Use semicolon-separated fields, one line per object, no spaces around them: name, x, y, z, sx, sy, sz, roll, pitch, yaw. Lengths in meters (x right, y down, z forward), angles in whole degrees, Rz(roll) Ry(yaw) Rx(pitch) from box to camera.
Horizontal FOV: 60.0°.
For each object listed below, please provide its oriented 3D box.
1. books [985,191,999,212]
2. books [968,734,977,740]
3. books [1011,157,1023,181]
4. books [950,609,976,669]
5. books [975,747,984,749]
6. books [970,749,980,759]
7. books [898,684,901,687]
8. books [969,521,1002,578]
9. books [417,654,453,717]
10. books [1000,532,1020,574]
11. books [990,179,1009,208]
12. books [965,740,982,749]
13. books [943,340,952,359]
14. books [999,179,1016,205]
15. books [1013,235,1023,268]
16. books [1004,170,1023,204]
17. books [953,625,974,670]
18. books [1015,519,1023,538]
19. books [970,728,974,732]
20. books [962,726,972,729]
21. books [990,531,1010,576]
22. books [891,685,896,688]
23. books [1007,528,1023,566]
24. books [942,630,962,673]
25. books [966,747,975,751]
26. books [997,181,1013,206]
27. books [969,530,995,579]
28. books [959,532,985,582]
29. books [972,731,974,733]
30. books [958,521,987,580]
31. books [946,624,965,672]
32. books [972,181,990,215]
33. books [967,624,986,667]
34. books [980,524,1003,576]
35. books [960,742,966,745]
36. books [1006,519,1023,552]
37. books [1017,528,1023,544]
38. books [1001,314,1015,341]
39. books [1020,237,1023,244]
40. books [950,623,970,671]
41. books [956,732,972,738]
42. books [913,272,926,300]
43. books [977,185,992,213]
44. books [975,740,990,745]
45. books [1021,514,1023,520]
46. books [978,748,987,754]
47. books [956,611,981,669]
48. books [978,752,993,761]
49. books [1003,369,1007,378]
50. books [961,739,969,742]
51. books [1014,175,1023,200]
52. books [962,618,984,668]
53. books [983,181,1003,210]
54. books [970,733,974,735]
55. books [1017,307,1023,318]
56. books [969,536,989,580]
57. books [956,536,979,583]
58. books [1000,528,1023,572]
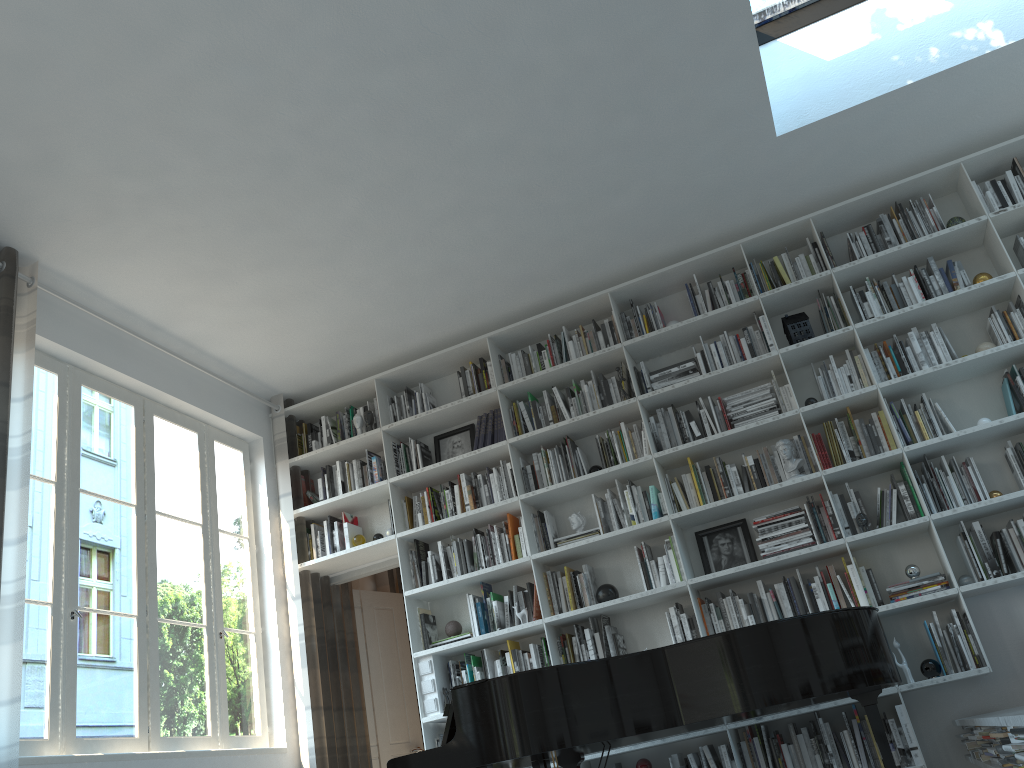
books;2.697;-0.961;4.974;0.022;0.181;0.190;-19;-26;16
books;1.960;1.416;3.595;0.180;0.015;0.295;-18;-26;14
books;2.866;-1.089;4.955;0.014;0.330;0.181;-19;-26;16
books;2.177;1.238;4.284;0.021;0.283;0.173;-19;-26;16
books;2.097;1.561;3.838;0.147;0.012;0.207;-17;-25;11
books;2.090;1.583;3.832;0.189;0.029;0.238;-19;-26;16
books;1.883;1.366;4.425;0.012;0.284;0.160;-19;-26;16
books;2.371;0.849;4.441;0.030;0.293;0.189;-19;-26;16
books;-0.434;1.800;5.271;0.106;0.338;0.308;-19;-26;16
books;2.471;0.858;4.413;0.011;0.216;0.176;-19;-26;16
books;2.739;-1.001;4.978;0.026;0.240;0.185;-19;-26;16
books;2.075;1.550;3.851;0.191;0.028;0.213;-21;-26;19
books;2.387;-0.136;4.850;0.015;0.188;0.104;-19;-26;16
books;2.794;-1.012;4.988;0.027;0.248;0.140;-19;-26;16
books;2.805;-0.673;4.845;0.012;0.253;0.161;-19;-26;16
books;2.819;-1.042;4.969;0.048;0.277;0.150;-19;-26;16
books;2.167;1.273;4.267;0.011;0.211;0.179;-19;-26;16
books;2.554;0.809;4.387;0.025;0.251;0.182;-19;-26;16
books;2.206;1.593;4.118;0.133;0.017;0.232;-20;-26;17
books;2.190;1.583;4.128;0.158;0.014;0.235;-18;-26;14
books;2.435;0.864;4.425;0.065;0.230;0.162;-19;-26;16
books;1.866;1.402;4.427;0.025;0.227;0.133;-19;-26;16
books;2.515;0.840;4.408;0.024;0.227;0.160;-19;-26;16
books;2.132;1.302;4.301;0.013;0.201;0.139;-19;-26;16
books;2.195;1.668;4.094;0.180;0.012;0.262;-21;-26;18
books;2.766;-1.001;4.976;0.024;0.230;0.169;-19;-26;16
books;2.351;0.875;4.441;0.023;0.255;0.178;-19;-26;16
books;2.306;0.887;4.454;0.023;0.261;0.187;-19;-26;16
books;2.091;1.502;3.862;0.126;0.005;0.291;-17;-25;11
books;2.317;0.858;4.462;0.010;0.315;0.187;-19;-26;16
books;2.138;1.278;4.279;0.026;0.224;0.175;-19;-26;16
books;2.658;-0.991;5.024;0.028;0.293;0.150;-19;-26;16
books;2.232;1.266;4.273;0.012;0.205;0.161;-19;-26;16
books;2.394;0.853;4.440;0.010;0.275;0.174;-19;-26;16
books;2.188;1.646;4.105;0.177;0.012;0.279;-17;-25;12
books;2.527;0.816;4.408;0.014;0.266;0.172;-19;-26;16
books;2.546;0.834;4.400;0.012;0.220;0.153;-19;-26;16
books;2.669;-0.254;4.771;0.011;0.226;0.132;-19;-26;16
books;2.817;-0.670;4.836;0.013;0.235;0.142;-19;-26;16
books;2.161;1.277;4.288;0.012;0.224;0.149;-19;-26;16
books;2.177;1.617;4.121;0.191;0.013;0.244;-17;-25;12
books;2.314;-0.498;5.019;0.010;0.270;0.120;-19;-25;16
books;2.683;-0.982;5.020;0.014;0.263;0.140;-19;-26;16
books;1.966;1.431;3.587;0.171;0.020;0.194;-21;-26;19
books;2.597;0.787;4.398;0.012;0.284;0.160;-19;-26;16
books;1.976;1.461;3.571;0.172;0.014;0.221;-20;-26;17
books;2.203;1.246;4.295;0.015;0.269;0.158;-19;-26;16
books;1.974;1.482;3.565;0.178;0.026;0.231;-21;-26;18
books;2.647;0.071;4.649;0.016;0.289;0.135;-19;-26;16
books;2.189;1.636;4.109;0.188;0.009;0.211;-19;-26;15
books;2.859;-1.033;4.950;0.031;0.230;0.148;-19;-26;16
books;2.214;1.254;4.271;0.013;0.232;0.149;-19;-26;16
books;2.716;-0.995;4.991;0.025;0.249;0.178;-19;-26;16
books;2.084;1.511;3.862;0.160;0.008;0.292;-20;-26;17
books;2.737;-0.283;4.732;0.013;0.220;0.156;-19;-26;16
books;2.344;0.896;4.465;0.015;0.239;0.153;-19;-26;16
books;2.298;0.903;4.475;0.012;0.253;0.161;-19;-26;16
books;2.492;0.847;4.420;0.029;0.233;0.143;-19;-26;16
